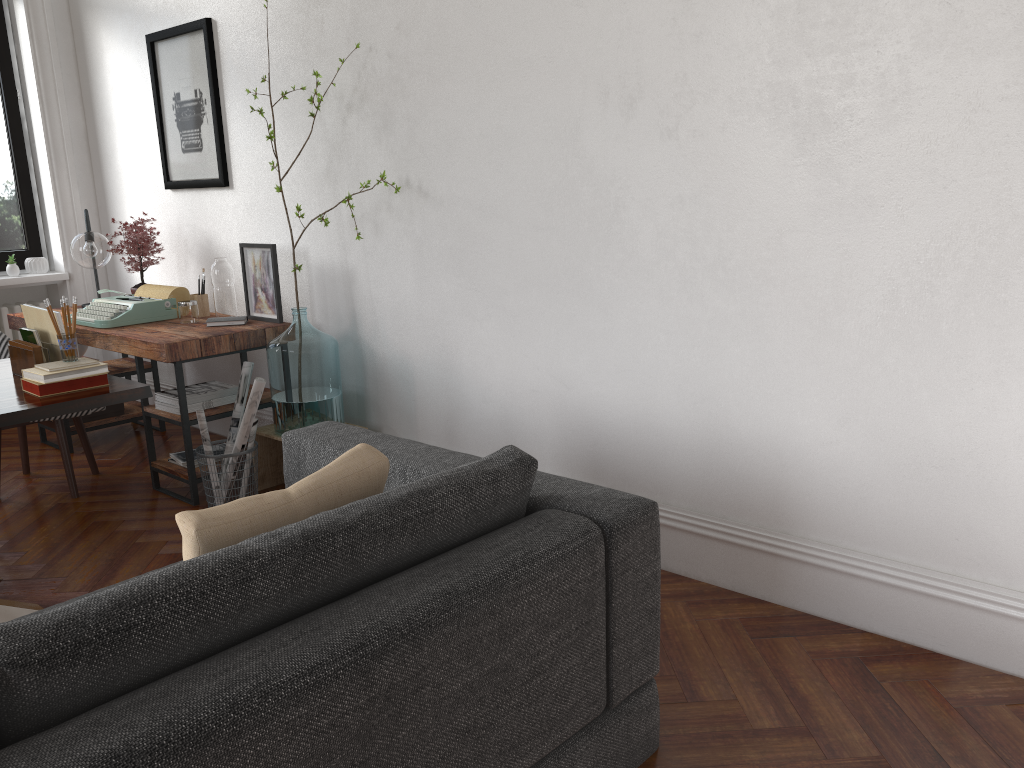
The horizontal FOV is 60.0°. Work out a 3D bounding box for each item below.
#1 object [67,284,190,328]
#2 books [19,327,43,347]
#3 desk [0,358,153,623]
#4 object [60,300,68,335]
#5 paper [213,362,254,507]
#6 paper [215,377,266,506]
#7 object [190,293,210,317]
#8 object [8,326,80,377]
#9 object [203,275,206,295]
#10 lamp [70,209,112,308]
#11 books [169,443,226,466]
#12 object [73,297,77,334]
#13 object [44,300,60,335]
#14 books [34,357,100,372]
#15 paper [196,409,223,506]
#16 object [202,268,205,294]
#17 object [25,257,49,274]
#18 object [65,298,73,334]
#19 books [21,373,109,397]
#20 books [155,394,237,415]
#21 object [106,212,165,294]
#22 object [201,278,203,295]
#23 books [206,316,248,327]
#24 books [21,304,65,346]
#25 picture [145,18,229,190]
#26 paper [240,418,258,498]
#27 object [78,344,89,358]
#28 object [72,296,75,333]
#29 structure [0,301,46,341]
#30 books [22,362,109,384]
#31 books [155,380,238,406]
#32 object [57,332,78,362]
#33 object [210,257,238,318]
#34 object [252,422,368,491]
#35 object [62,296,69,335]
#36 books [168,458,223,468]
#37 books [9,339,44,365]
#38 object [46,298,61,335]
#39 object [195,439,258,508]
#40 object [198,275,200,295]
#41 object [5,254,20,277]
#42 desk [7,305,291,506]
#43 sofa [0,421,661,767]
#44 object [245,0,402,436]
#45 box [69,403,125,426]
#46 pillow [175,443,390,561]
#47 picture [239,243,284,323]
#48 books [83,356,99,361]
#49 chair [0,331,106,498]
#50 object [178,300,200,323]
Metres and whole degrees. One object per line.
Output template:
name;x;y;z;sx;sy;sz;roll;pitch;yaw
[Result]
object;-1.979;-0.410;4.518;0.534;0.149;0.483;9;17;40
books;-1.692;-0.120;3.146;0.128;0.158;0.040;10;18;41
desk;-2.283;0.515;2.516;1.028;0.755;2.219;10;17;41
object;-1.454;-0.181;2.890;0.008;0.194;0.049;-8;15;-23
paper;-1.243;0.227;3.960;0.047;0.629;0.293;8;17;34
paper;-1.160;0.264;3.779;0.330;0.612;0.046;4;15;22
object;-1.595;-0.402;4.533;0.075;0.114;0.058;10;18;41
object;-1.650;-0.116;3.122;0.228;0.167;0.149;10;18;41
object;-1.575;-0.452;4.527;0.054;0.208;0.008;4;15;25
lamp;-2.340;-0.696;4.949;0.207;0.552;0.440;-8;15;-24
books;-1.455;0.330;4.193;0.267;0.014;0.195;-11;16;-35
object;-1.443;-0.190;2.924;0.044;0.195;0.008;-6;14;-17
object;-1.487;-0.181;2.894;0.049;0.194;0.008;-15;19;-42
books;-1.458;-0.065;2.907;0.128;0.008;0.159;10;17;42
paper;-1.293;0.338;3.811;0.073;0.481;0.033;-5;14;-10
object;-1.576;-0.471;4.537;0.023;0.240;0.028;9;18;38
object;-3.000;-0.749;5.598;0.132;0.098;0.134;1;13;12
object;-1.445;-0.185;2.900;0.008;0.196;0.036;-12;17;-34
books;-1.458;-0.008;2.895;0.159;0.040;0.215;10;18;43
books;-1.449;0.078;4.091;0.225;0.038;0.308;9;17;40
object;-2.059;-0.682;4.884;0.290;0.531;0.307;-3;14;-3
object;-1.590;-0.455;4.546;0.008;0.208;0.054;6;16;29
books;-1.376;-0.300;4.231;0.213;0.031;0.128;-4;13;-10
books;-1.650;-0.158;3.155;0.309;0.240;0.043;10;18;41
picture;-1.717;-1.456;4.695;0.633;0.820;0.050;10;18;41
paper;-1.177;0.344;3.957;0.126;0.390;0.026;-8;15;-24
object;-2.462;-0.191;4.974;0.173;0.110;0.172;-4;13;-11
object;-1.451;-0.192;2.933;0.038;0.196;0.008;-7;15;-21
structure;-3.452;-0.032;5.313;0.225;0.782;1.449;10;18;41
books;-1.457;-0.043;2.896;0.163;0.029;0.207;9;17;39
books;-1.450;0.041;4.095;0.225;0.038;0.308;9;17;41
object;-1.466;-0.121;2.930;0.058;0.091;0.058;5;15;28
object;-1.420;-0.469;4.367;0.111;0.303;0.111;-5;14;-11
object;-0.925;0.359;4.089;0.434;0.318;0.340;10;18;41
object;-1.477;-0.193;2.938;0.008;0.196;0.032;-3;14;-4
books;-1.455;0.345;4.197;0.196;0.014;0.267;9;17;40
books;-1.690;-0.084;3.091;0.220;0.125;0.028;10;18;41
object;-1.497;-0.186;2.919;0.049;0.194;0.008;1;14;11
object;-1.236;0.421;3.896;0.261;0.306;0.259;0;13;7
object;-1.601;-0.454;4.540;0.008;0.208;0.054;0;14;7
object;-3.053;-0.724;5.415;0.072;0.135;0.071;-7;15;-22
desk;-1.901;0.032;4.642;1.795;0.761;0.645;9;17;41
sofa;-0.991;0.694;1.554;1.259;0.833;2.637;10;17;41
object;-0.789;-0.789;3.746;0.807;2.068;0.352;4;15;23
box;-2.440;0.147;5.073;0.295;0.083;0.317;9;17;41
pillow;-0.469;0.382;1.832;0.225;0.462;0.484;10;18;41
picture;-1.202;-0.485;4.247;0.282;0.371;0.022;10;18;41
books;-2.459;-0.121;4.970;0.239;0.023;0.190;9;17;41
chair;-2.286;0.071;4.190;0.715;0.904;0.545;7;16;34
object;-1.582;-0.353;4.338;0.093;0.102;0.093;7;16;33
